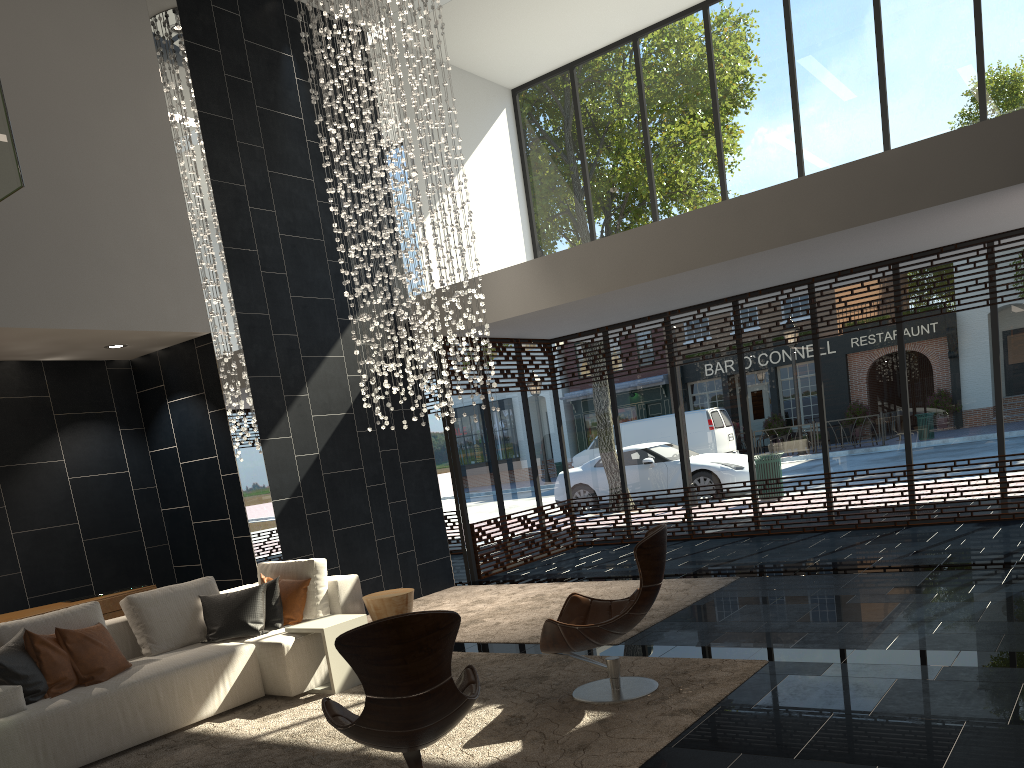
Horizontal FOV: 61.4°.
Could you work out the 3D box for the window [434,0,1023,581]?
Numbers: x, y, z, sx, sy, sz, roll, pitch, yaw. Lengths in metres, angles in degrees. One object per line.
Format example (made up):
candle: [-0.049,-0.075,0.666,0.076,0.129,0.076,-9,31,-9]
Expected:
window: [2.234,-1.225,8.778,6.214,6.143,2.275,-7,7,36]

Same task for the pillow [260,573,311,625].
pillow: [-1.730,1.608,6.412,0.526,0.421,0.260,-8,5,32]

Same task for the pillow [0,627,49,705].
pillow: [-2.849,1.646,5.023,0.254,0.421,0.548,-9,1,-7]

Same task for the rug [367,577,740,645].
rug: [0.042,2.077,7.981,3.461,0.006,2.279,-12,-5,36]

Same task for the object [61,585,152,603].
object: [-3.444,1.788,7.365,0.694,0.027,0.244,-4,-6,-43]

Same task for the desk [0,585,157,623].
desk: [-3.855,2.191,6.838,1.002,0.761,2.188,-8,-2,36]

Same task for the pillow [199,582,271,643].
pillow: [-1.976,1.639,6.135,0.504,0.373,0.294,-8,4,-4]

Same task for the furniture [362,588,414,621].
furniture: [-0.894,1.839,6.533,0.388,0.532,0.389,-10,5,-19]

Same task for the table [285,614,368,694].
table: [-1.262,1.882,6.031,0.404,0.475,0.388,-6,4,36]

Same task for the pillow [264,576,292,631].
pillow: [-1.878,1.634,6.283,0.555,0.424,0.248,-8,5,4]

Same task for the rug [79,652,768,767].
rug: [-1.774,2.164,5.595,5.979,0.006,3.134,-12,-5,36]

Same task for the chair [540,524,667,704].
chair: [0.529,1.294,4.916,0.791,0.949,0.659,-8,5,4]

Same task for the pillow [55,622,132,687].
pillow: [-2.600,1.658,5.381,0.269,0.419,0.510,-8,1,6]

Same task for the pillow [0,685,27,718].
pillow: [-2.998,1.777,4.831,0.631,0.154,0.233,-11,-1,31]

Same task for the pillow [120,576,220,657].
pillow: [-2.367,1.644,6.151,0.293,0.444,0.701,-5,2,37]

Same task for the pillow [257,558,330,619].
pillow: [-1.680,1.572,6.599,0.720,0.467,0.211,-9,5,37]

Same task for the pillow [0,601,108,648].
pillow: [-2.891,1.661,5.443,0.249,0.460,0.701,-4,2,36]

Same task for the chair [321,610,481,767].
chair: [-0.387,1.325,3.537,0.664,0.948,0.787,-11,4,-26]

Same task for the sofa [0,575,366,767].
sofa: [-2.260,1.896,5.788,1.307,0.694,2.780,-9,-3,36]

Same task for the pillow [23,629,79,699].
pillow: [-2.743,1.641,5.207,0.243,0.437,0.541,-8,1,1]
